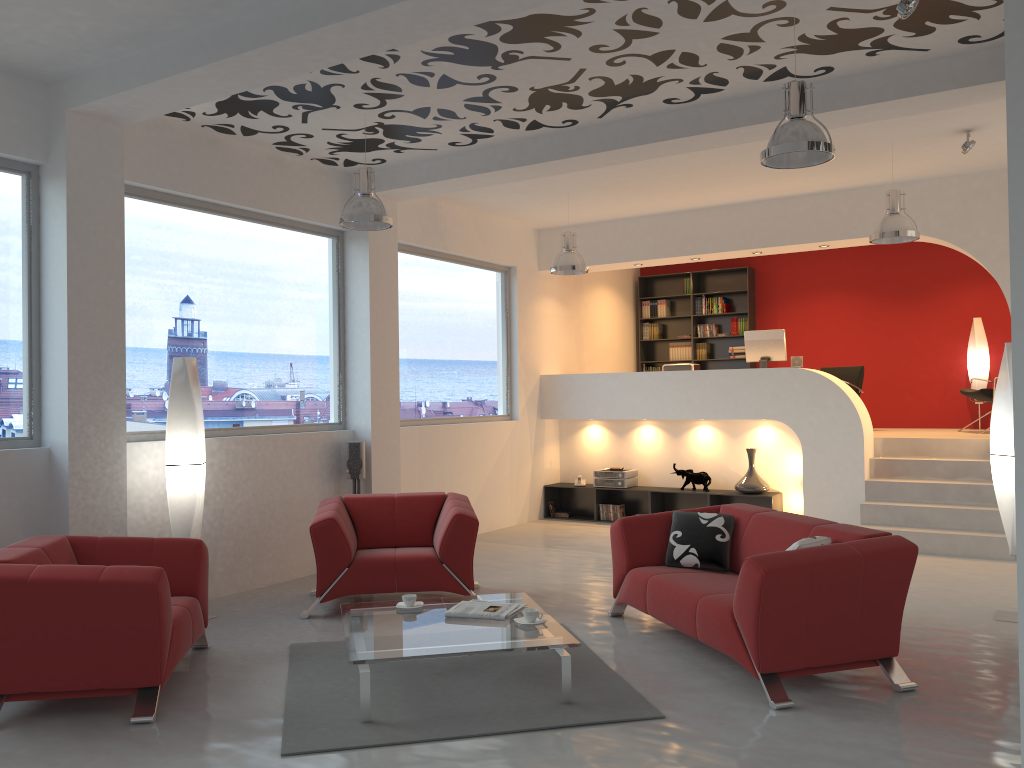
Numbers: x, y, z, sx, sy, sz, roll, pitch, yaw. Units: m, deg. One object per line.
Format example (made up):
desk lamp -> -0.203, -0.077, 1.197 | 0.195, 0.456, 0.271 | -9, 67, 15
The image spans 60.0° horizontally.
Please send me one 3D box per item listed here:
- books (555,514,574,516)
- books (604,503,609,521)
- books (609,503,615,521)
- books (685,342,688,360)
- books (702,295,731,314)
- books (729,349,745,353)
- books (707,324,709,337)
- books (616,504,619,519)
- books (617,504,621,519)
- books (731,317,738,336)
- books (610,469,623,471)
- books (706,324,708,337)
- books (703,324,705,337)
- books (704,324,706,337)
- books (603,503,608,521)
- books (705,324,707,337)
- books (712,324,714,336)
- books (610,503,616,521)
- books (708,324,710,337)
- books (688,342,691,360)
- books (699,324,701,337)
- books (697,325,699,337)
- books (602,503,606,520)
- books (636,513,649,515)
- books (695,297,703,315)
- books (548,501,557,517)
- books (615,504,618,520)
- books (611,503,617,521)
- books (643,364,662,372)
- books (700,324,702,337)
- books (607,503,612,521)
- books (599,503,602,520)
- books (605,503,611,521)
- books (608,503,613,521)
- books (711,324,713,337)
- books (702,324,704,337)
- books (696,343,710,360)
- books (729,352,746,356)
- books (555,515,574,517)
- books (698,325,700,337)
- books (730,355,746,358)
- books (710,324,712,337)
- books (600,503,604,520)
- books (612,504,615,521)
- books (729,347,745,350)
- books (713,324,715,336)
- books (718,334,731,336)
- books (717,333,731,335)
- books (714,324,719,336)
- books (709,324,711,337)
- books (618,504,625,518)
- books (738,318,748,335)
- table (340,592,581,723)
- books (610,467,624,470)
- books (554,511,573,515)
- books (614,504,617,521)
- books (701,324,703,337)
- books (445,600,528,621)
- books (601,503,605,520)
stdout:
books -> 0.640, 1.590, 10.810 | 0.190, 0.015, 0.135 | -1, -1, 32
books -> 1.131, 1.504, 10.440 | 0.031, 0.190, 0.135 | -1, -1, 32
books -> 1.182, 1.503, 10.408 | 0.031, 0.190, 0.135 | -1, -1, 32
books -> 2.550, -0.468, 12.759 | 0.040, 0.260, 0.200 | -1, -1, 32
books -> 2.886, -1.122, 12.537 | 0.341, 0.286, 0.231 | -1, -1, 32
books -> 3.176, -0.453, 12.343 | 0.260, 0.040, 0.200 | -1, -1, 32
books -> 2.809, -0.755, 12.620 | 0.031, 0.190, 0.135 | -1, -1, 32
books -> 1.258, 1.501, 10.360 | 0.031, 0.190, 0.135 | -1, -1, 32
books -> 1.271, 1.501, 10.352 | 0.031, 0.190, 0.135 | -1, -1, 32
books -> 3.137, -0.796, 12.404 | 0.090, 0.256, 0.181 | -1, -1, 32
books -> 1.232, 1.010, 10.432 | 0.135, 0.015, 0.190 | -1, -1, 12
books -> 2.796, -0.755, 12.628 | 0.031, 0.190, 0.135 | -1, -1, 32
books -> 2.758, -0.754, 12.652 | 0.031, 0.190, 0.135 | -1, -1, 32
books -> 2.771, -0.754, 12.644 | 0.031, 0.190, 0.135 | -1, -1, 32
books -> 1.119, 1.505, 10.448 | 0.031, 0.190, 0.135 | -1, -1, 32
books -> 2.784, -0.754, 12.636 | 0.031, 0.190, 0.135 | -1, -1, 32
books -> 2.872, -0.757, 12.580 | 0.031, 0.190, 0.135 | -1, -1, 32
books -> 1.195, 1.503, 10.400 | 0.031, 0.190, 0.135 | -1, -1, 32
books -> 2.822, -0.755, 12.612 | 0.031, 0.190, 0.135 | -1, -1, 32
books -> 2.585, -0.469, 12.737 | 0.040, 0.260, 0.200 | -1, -1, 32
books -> 2.708, -0.753, 12.684 | 0.031, 0.190, 0.135 | -1, -1, 32
books -> 2.682, -0.752, 12.700 | 0.031, 0.190, 0.135 | -1, -1, 32
books -> 1.106, 1.505, 10.456 | 0.031, 0.190, 0.135 | -1, -1, 32
books -> 1.539, 1.508, 10.241 | 0.190, 0.015, 0.135 | -1, -1, 27
books -> 2.699, -1.102, 12.683 | 0.090, 0.256, 0.181 | -1, -1, 32
books -> 0.497, 1.525, 10.842 | 0.063, 0.187, 0.135 | -1, -1, 32
books -> 1.245, 1.502, 10.368 | 0.031, 0.190, 0.135 | -1, -1, 32
books -> 1.207, 1.503, 10.392 | 0.031, 0.190, 0.135 | -1, -1, 32
books -> 2.116, -0.154, 13.019 | 0.341, 0.286, 0.231 | -1, -1, 32
books -> 2.720, -0.753, 12.676 | 0.031, 0.190, 0.135 | -1, -1, 32
books -> 1.157, 1.504, 10.424 | 0.031, 0.190, 0.135 | -1, -1, 32
books -> 1.068, 1.506, 10.480 | 0.031, 0.190, 0.135 | -1, -1, 32
books -> 1.144, 1.504, 10.432 | 0.031, 0.190, 0.135 | -1, -1, 32
books -> 1.169, 1.504, 10.416 | 0.031, 0.190, 0.135 | -1, -1, 32
books -> 2.860, -0.756, 12.588 | 0.031, 0.190, 0.135 | -1, -1, 32
books -> 2.746, -0.753, 12.660 | 0.031, 0.190, 0.135 | -1, -1, 32
books -> 2.731, -0.462, 12.658 | 0.146, 0.240, 0.170 | -1, -1, 32
books -> 3.180, -0.414, 12.341 | 0.260, 0.040, 0.200 | -1, -1, 32
books -> 0.636, 1.605, 10.812 | 0.190, 0.015, 0.135 | -1, -1, 32
books -> 2.695, -0.752, 12.692 | 0.031, 0.190, 0.135 | -1, -1, 32
books -> 3.198, -0.374, 12.334 | 0.260, 0.040, 0.200 | -1, -1, 34
books -> 2.847, -0.756, 12.596 | 0.031, 0.190, 0.135 | -1, -1, 32
books -> 1.081, 1.506, 10.472 | 0.031, 0.190, 0.135 | -1, -1, 32
books -> 1.220, 1.502, 10.384 | 0.031, 0.190, 0.135 | -1, -1, 32
books -> 3.179, -0.494, 12.331 | 0.260, 0.040, 0.200 | -1, -1, 32
books -> 2.885, -0.757, 12.572 | 0.031, 0.190, 0.135 | -1, -1, 32
books -> 3.011, -0.687, 12.492 | 0.190, 0.015, 0.135 | -1, -1, 32
books -> 3.003, -0.702, 12.497 | 0.190, 0.015, 0.135 | -1, -1, 37
books -> 2.898, -0.757, 12.564 | 0.031, 0.190, 0.135 | -1, -1, 32
books -> 2.835, -0.756, 12.604 | 0.031, 0.190, 0.135 | -1, -1, 32
books -> 1.283, 1.501, 10.344 | 0.031, 0.190, 0.135 | -1, -1, 32
books -> 3.238, -0.790, 12.339 | 0.146, 0.240, 0.170 | -1, -1, 32
table -> -0.329, 1.399, 4.687 | 1.097, 0.286, 1.162 | -1, -1, -13
books -> 1.234, 0.995, 10.442 | 0.135, 0.015, 0.190 | -1, -1, 17
books -> 0.627, 1.575, 10.818 | 0.190, 0.015, 0.135 | -1, -1, 32
books -> 1.233, 1.502, 10.376 | 0.031, 0.190, 0.135 | -1, -1, 32
books -> 2.733, -0.753, 12.668 | 0.031, 0.190, 0.135 | -1, -1, 32
books -> -0.149, 1.239, 4.862 | 0.367, 0.035, 0.345 | -1, -1, 22
books -> 1.093, 1.505, 10.464 | 0.031, 0.190, 0.135 | -1, -1, 32
